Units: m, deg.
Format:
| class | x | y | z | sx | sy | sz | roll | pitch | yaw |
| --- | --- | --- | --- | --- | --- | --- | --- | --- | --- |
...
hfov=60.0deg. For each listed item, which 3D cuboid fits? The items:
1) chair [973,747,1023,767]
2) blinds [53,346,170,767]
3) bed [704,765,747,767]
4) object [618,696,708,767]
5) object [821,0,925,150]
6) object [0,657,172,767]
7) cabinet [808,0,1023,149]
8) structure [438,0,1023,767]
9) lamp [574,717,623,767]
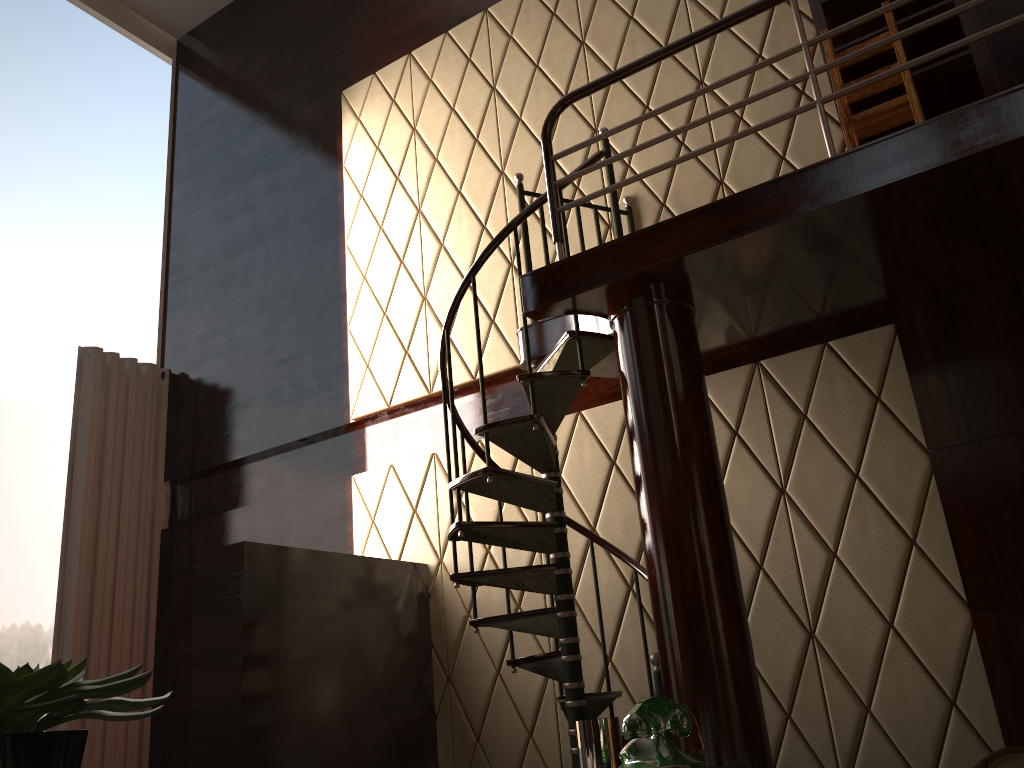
| class | x | y | z | sx | sy | sz | roll | pitch | yaw |
| --- | --- | --- | --- | --- | --- | --- | --- | --- | --- |
| chair | 1.454 | 1.322 | 2.461 | 0.571 | 0.550 | 0.462 | -17 | -23 | 29 |
| blinds | -3.513 | 0.935 | 4.118 | 0.108 | 3.403 | 4.683 | -17 | -23 | 29 |
| bed | -0.963 | 1.120 | 1.453 | 2.381 | 0.660 | 1.985 | -17 | -23 | 29 |
| object | 0.272 | 0.630 | 1.592 | 0.178 | 0.131 | 0.158 | -3 | -20 | -6 |
| object | 1.409 | -1.079 | 3.420 | 0.275 | 0.974 | 0.258 | -17 | -23 | 29 |
| object | -0.389 | 0.303 | 0.643 | 0.241 | 0.205 | 0.256 | -10 | -21 | 12 |
| cabinet | 0.932 | -2.592 | 1.122 | 2.576 | 2.432 | 6.767 | -17 | -23 | 29 |
| structure | 0.050 | -0.470 | 1.077 | 3.750 | 3.189 | 6.107 | -17 | -23 | 29 |
| lamp | 0.200 | 0.897 | 1.833 | 0.109 | 0.385 | 0.106 | -21 | -25 | 36 |
